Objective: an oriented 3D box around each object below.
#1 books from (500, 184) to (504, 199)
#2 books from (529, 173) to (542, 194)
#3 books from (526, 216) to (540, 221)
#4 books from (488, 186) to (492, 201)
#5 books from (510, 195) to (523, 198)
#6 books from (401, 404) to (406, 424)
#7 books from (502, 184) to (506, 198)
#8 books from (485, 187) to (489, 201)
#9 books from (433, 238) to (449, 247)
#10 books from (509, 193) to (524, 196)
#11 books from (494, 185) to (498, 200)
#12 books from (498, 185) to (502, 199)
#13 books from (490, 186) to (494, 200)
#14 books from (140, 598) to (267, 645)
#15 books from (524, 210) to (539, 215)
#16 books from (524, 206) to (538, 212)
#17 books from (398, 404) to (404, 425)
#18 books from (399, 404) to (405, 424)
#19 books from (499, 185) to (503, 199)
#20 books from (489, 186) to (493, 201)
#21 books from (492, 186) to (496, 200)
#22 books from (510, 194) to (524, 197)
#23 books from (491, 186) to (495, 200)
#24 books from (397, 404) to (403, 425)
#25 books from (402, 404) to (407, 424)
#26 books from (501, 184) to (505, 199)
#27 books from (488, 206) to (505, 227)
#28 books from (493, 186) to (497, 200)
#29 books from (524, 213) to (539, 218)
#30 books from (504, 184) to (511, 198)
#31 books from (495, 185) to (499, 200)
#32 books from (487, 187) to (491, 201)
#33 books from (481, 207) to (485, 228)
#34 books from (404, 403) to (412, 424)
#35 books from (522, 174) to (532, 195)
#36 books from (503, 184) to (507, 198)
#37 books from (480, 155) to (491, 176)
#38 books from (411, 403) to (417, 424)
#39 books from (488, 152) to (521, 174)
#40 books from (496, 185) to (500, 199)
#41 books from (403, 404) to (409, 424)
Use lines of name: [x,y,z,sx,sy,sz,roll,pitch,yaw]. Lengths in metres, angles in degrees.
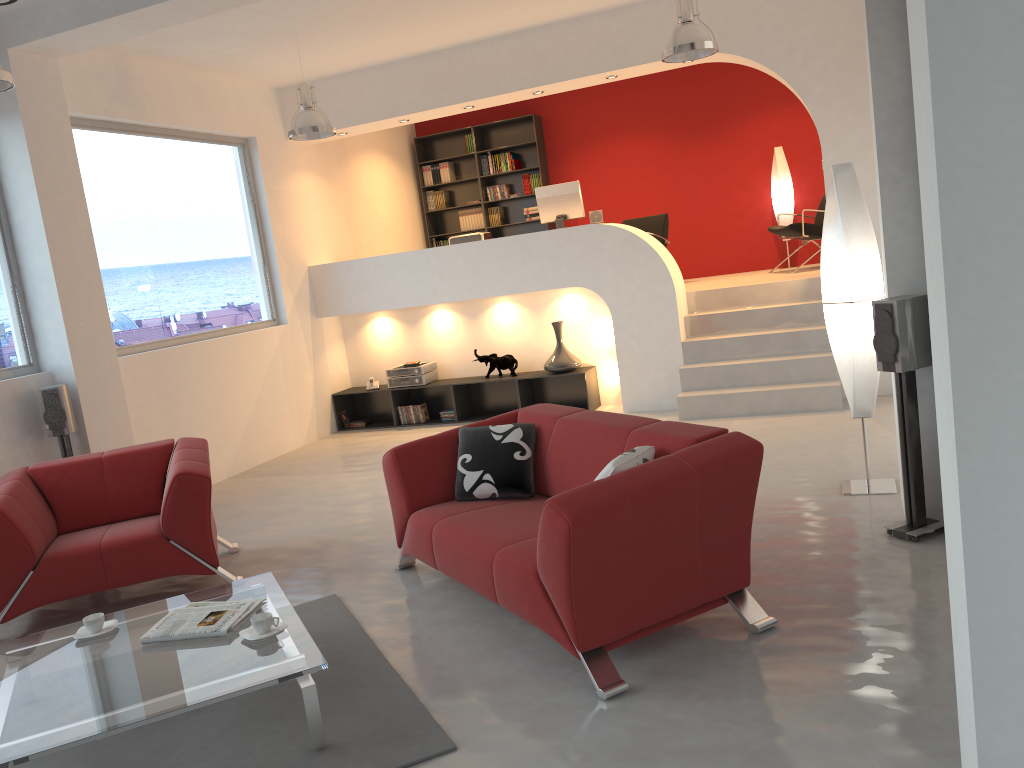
books: [-0.105,-2.427,11.214,0.031,0.190,0.135,-5,8,21]
books: [0.323,-2.486,11.031,0.146,0.240,0.170,-5,8,21]
books: [0.335,-2.071,11.081,0.260,0.040,0.200,-5,9,23]
books: [-0.258,-2.414,11.274,0.031,0.190,0.135,-5,8,21]
books: [0.080,-2.355,11.158,0.190,0.015,0.135,-6,8,16]
books: [-1.091,0.309,9.148,0.031,0.190,0.135,-5,8,21]
books: [-0.078,-2.429,11.203,0.031,0.190,0.135,-5,8,21]
books: [-0.286,-2.411,11.285,0.031,0.190,0.135,-5,8,21]
books: [-0.830,-1.781,11.579,0.341,0.286,0.231,-5,8,21]
books: [0.073,-2.384,11.155,0.190,0.015,0.135,-4,9,26]
books: [-0.175,-2.421,11.241,0.031,0.190,0.135,-5,8,21]
books: [-0.133,-2.424,11.225,0.031,0.190,0.135,-5,8,21]
books: [-0.231,-2.416,11.263,0.031,0.190,0.135,-5,8,21]
books: [-1.200,0.917,3.443,0.367,0.035,0.345,-6,8,12]
books: [0.302,-2.147,11.074,0.260,0.040,0.200,-5,8,21]
books: [0.302,-2.185,11.057,0.260,0.040,0.200,-5,8,21]
books: [-1.119,0.312,9.159,0.031,0.190,0.135,-5,8,21]
books: [-1.105,0.311,9.154,0.031,0.190,0.135,-5,8,21]
books: [-0.119,-2.425,11.220,0.031,0.190,0.135,-5,8,21]
books: [-0.245,-2.415,11.269,0.031,0.190,0.135,-5,8,21]
books: [-0.203,-2.418,11.252,0.031,0.190,0.135,-5,8,21]
books: [0.084,-2.370,11.153,0.190,0.015,0.135,-5,8,21]
books: [-0.217,-2.417,11.258,0.031,0.190,0.135,-5,8,21]
books: [-1.133,0.313,9.165,0.031,0.190,0.135,-5,8,21]
books: [-1.077,0.308,9.143,0.031,0.190,0.135,-5,8,21]
books: [-0.091,-2.428,11.209,0.031,0.190,0.135,-5,8,21]
books: [-0.196,-2.129,11.296,0.146,0.240,0.170,-5,8,21]
books: [-0.189,-2.420,11.247,0.031,0.190,0.135,-5,8,21]
books: [0.311,-2.108,11.079,0.260,0.040,0.200,-5,8,21]
books: [-0.050,-2.431,11.192,0.031,0.190,0.135,-5,8,21]
books: [-0.161,-2.422,11.236,0.031,0.190,0.135,-5,8,21]
books: [-0.272,-2.413,11.280,0.031,0.190,0.135,-5,8,21]
books: [-0.318,-2.127,11.330,0.040,0.260,0.200,-5,8,21]
books: [-1.049,0.306,9.132,0.031,0.190,0.135,-5,8,21]
books: [0.210,-2.485,11.075,0.090,0.256,0.181,-5,8,21]
books: [-0.064,-2.430,11.198,0.031,0.190,0.135,-5,8,21]
books: [-0.309,-2.755,11.219,0.090,0.256,0.181,-5,8,21]
books: [-0.980,0.300,9.105,0.031,0.190,0.135,-5,8,21]
books: [-0.099,-2.784,11.109,0.341,0.286,0.231,-5,8,21]
books: [-0.147,-2.423,11.230,0.031,0.190,0.135,-5,8,21]
books: [-1.063,0.307,9.137,0.031,0.190,0.135,-5,8,21]
